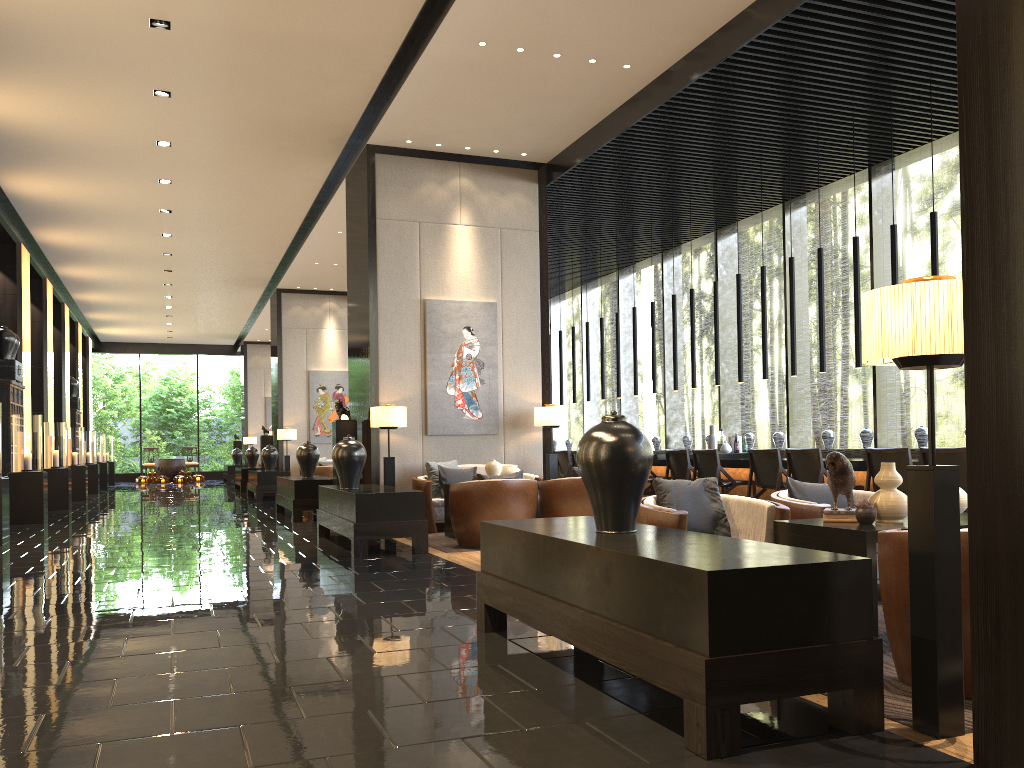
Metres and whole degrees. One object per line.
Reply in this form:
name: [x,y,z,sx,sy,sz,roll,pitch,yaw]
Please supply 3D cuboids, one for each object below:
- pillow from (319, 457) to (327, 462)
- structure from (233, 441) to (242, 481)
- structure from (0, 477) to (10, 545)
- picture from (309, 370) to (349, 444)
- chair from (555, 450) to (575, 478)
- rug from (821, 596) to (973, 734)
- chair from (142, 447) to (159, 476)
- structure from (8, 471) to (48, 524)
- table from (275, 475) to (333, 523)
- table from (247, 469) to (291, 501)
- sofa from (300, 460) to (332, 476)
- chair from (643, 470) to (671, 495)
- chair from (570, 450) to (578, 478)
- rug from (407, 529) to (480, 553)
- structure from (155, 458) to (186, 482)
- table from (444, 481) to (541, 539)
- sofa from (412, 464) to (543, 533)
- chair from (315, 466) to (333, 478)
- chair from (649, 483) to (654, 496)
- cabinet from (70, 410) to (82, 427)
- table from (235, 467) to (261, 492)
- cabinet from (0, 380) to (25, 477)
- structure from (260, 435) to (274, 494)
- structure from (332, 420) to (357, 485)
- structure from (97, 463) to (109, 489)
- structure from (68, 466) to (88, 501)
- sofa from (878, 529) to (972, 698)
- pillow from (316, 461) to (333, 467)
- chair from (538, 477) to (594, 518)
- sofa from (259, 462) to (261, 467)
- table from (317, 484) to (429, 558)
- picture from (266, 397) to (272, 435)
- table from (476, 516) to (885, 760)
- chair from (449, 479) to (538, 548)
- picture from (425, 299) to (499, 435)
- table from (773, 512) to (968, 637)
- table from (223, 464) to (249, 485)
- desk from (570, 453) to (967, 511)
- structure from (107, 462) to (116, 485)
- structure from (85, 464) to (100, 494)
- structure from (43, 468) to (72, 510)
pillow: [-3.900,1.676,17.824,0.433,0.399,0.201,1,-3,-43]
structure: [-8.304,2.335,26.790,0.240,1.217,0.240,-1,-1,-21]
structure: [-5.206,1.248,8.706,0.402,0.657,0.403,0,-2,-21]
picture: [-3.748,0.474,18.268,0.834,1.500,0.037,0,-1,-21]
chair: [0.918,1.388,13.086,0.563,0.826,0.526,0,-2,-21]
rug: [1.802,1.124,3.994,2.040,0.008,2.246,1,-4,-21]
chair: [-11.103,2.482,27.233,0.520,1.075,0.537,0,-2,-21]
structure: [-6.256,1.464,11.448,0.402,0.657,0.403,0,-2,-21]
table: [-2.719,1.500,11.766,0.620,0.512,1.964,0,-4,-21]
table: [-4.539,1.874,16.522,0.620,0.512,1.964,0,-4,-21]
sofa: [-3.549,1.872,17.849,1.449,0.693,0.604,0,-3,-21]
chair: [1.691,1.229,11.066,0.563,0.826,0.526,0,-2,-21]
chair: [1.124,1.346,12.549,0.563,0.826,0.526,0,-2,-21]
rug: [-0.037,1.502,8.798,1.958,0.008,2.246,1,-4,-21]
structure: [-10.339,2.617,26.792,0.873,0.709,0.876,1,-3,-33]
table: [-0.090,1.244,8.785,1.042,0.517,0.576,0,-3,-21]
sofa: [-0.378,1.220,9.563,1.449,0.693,0.604,0,-3,-21]
chair: [-3.303,1.787,16.104,0.803,0.603,0.607,0,-3,-21]
chair: [1.486,1.272,11.603,0.563,0.826,0.526,0,-2,-21]
cabinet: [-10.503,1.590,20.897,0.547,1.921,1.189,-1,-2,-21]
table: [-5.921,2.158,20.133,0.620,0.512,1.964,0,-4,-21]
cabinet: [-7.351,0.942,12.662,0.547,1.921,1.189,-1,-2,-21]
structure: [-5.093,1.675,18.401,0.240,1.217,0.240,-1,-1,-21]
structure: [-1.890,1.017,10.035,0.240,1.217,0.240,-1,-1,-21]
structure: [-10.454,2.327,22.417,0.402,0.657,0.403,0,-2,-21]
structure: [-8.355,1.895,16.932,0.402,0.657,0.403,0,-2,-21]
sofa: [2.044,0.719,3.187,1.449,0.693,0.604,0,-3,-21]
pillow: [-3.750,1.686,17.715,0.472,0.361,0.219,0,-2,-24]
chair: [0.668,1.144,8.125,0.803,0.603,0.607,0,-3,-21]
sofa: [-6.776,2.535,26.278,1.449,0.693,0.604,0,-3,-21]
table: [-1.336,1.216,8.155,0.620,0.512,1.964,0,-4,-21]
picture: [-6.969,1.136,26.682,0.834,1.500,0.037,0,-1,-21]
table: [0.467,0.845,3.445,0.620,0.512,1.964,0,-4,-21]
chair: [-0.132,1.135,7.819,0.803,0.603,0.607,0,-3,-21]
picture: [-0.552,-0.183,9.918,0.834,1.500,0.037,0,-1,-21]
table: [1.774,0.861,3.916,1.042,0.517,0.576,0,-3,-21]
table: [-7.750,2.534,24.911,0.620,0.512,1.964,0,-4,-21]
desk: [0.458,1.589,15.330,1.780,0.758,28.792,0,-4,-21]
structure: [-11.504,2.543,25.159,0.402,0.657,0.403,0,-2,-21]
structure: [-9.404,2.111,19.674,0.402,0.657,0.403,0,-2,-21]
structure: [-7.305,1.680,14.190,0.402,0.657,0.403,0,-2,-21]
